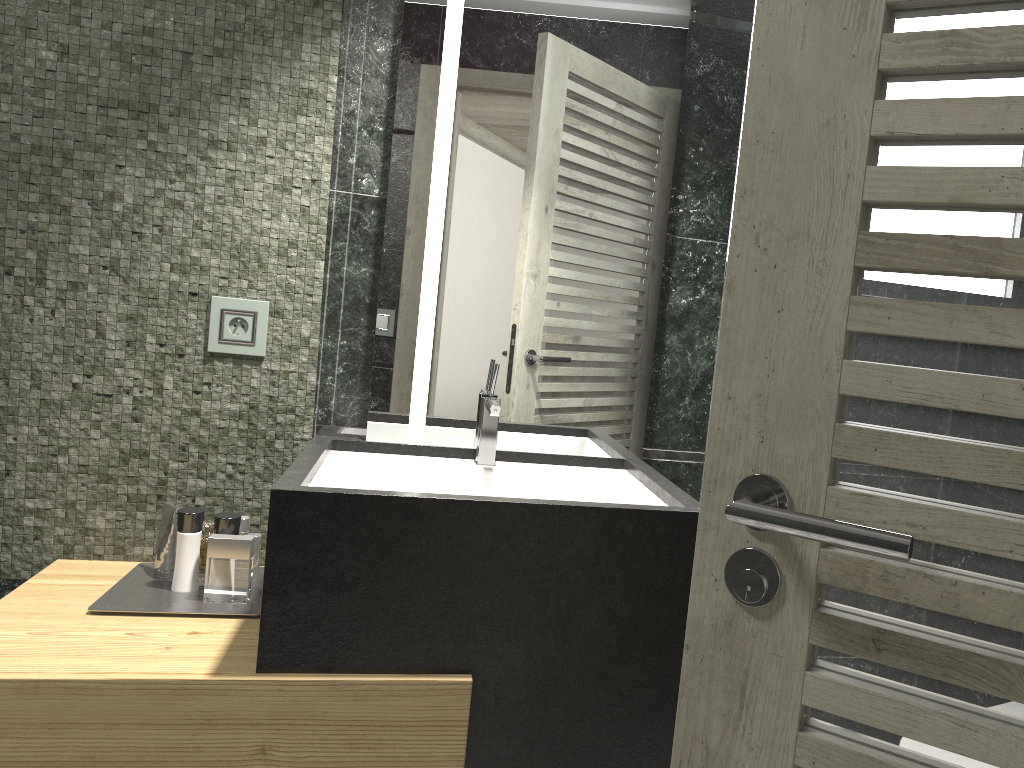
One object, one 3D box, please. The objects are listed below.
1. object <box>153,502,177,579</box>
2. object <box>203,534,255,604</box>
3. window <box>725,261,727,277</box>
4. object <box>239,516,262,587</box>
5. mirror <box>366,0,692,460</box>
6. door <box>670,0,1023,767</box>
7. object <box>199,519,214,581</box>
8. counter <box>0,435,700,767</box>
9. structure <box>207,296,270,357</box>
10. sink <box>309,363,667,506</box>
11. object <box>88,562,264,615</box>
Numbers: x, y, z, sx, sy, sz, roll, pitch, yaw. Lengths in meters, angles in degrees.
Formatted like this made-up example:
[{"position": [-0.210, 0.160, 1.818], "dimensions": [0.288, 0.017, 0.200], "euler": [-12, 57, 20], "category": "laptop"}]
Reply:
[{"position": [-0.759, 0.344, 1.923], "dimensions": [0.046, 0.163, 0.044], "euler": [5, 4, -4], "category": "object"}, {"position": [-0.588, 0.385, 1.817], "dimensions": [0.086, 0.136, 0.031], "euler": [5, 4, -10], "category": "object"}, {"position": [1.123, -0.783, 2.589], "dimensions": [1.097, 1.067, 0.037], "euler": [5, 4, -14], "category": "window"}, {"position": [-0.598, 0.368, 1.921], "dimensions": [0.087, 0.153, 0.030], "euler": [5, 4, -12], "category": "object"}, {"position": [0.068, -0.618, 2.123], "dimensions": [0.702, 1.574, 0.041], "euler": [5, 4, -14], "category": "mirror"}, {"position": [0.425, 0.141, 0.559], "dimensions": [1.593, 2.511, 0.985], "euler": [4, 4, -27], "category": "door"}, {"position": [-0.672, 0.367, 1.942], "dimensions": [0.085, 0.133, 0.056], "euler": [5, 4, -6], "category": "object"}, {"position": [-0.354, 0.684, 1.838], "dimensions": [1.369, 1.050, 0.623], "euler": [5, 4, -12], "category": "counter"}, {"position": [-0.630, -0.132, 2.012], "dimensions": [0.127, 0.128, 0.016], "euler": [5, 4, -14], "category": "structure"}, {"position": [-0.038, 0.171, 1.880], "dimensions": [0.746, 0.408, 0.526], "euler": [5, 4, -11], "category": "sink"}, {"position": [-0.671, 0.437, 1.863], "dimensions": [0.326, 0.011, 0.308], "euler": [5, 5, -9], "category": "object"}]
